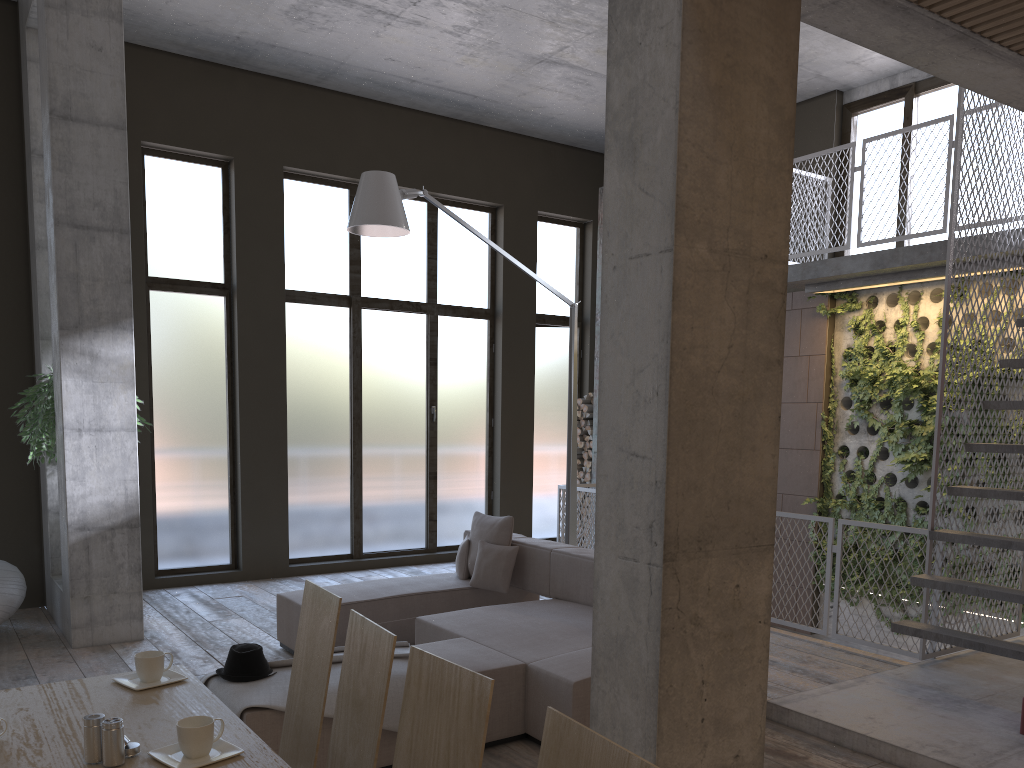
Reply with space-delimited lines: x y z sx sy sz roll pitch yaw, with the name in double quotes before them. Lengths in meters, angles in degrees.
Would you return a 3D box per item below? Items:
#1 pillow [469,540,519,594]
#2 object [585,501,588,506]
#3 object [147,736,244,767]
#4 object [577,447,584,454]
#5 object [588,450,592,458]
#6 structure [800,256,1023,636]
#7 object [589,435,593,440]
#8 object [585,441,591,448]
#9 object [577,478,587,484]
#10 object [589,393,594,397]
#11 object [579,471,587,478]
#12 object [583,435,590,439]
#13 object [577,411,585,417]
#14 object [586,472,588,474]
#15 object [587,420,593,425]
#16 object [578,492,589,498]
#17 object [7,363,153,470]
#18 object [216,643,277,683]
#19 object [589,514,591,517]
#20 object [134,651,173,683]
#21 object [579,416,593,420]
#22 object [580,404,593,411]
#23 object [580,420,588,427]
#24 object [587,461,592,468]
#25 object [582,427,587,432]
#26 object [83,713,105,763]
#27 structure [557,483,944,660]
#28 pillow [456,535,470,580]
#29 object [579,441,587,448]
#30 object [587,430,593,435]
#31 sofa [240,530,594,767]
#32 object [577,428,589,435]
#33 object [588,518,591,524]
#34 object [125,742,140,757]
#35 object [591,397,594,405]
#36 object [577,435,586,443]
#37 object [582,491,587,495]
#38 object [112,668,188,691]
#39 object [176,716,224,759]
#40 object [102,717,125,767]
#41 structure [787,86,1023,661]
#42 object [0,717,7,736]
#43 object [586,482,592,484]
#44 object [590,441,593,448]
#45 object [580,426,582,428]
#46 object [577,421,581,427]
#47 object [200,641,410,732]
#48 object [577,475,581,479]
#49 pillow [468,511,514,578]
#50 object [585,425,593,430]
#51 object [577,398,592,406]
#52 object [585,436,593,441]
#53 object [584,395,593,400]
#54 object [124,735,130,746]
"pillow" -0.134 1.391 6.679 0.375 0.377 0.168 2 5 29
"object" 1.144 1.519 11.338 0.454 0.090 0.090 2 1 -35
"object" -0.818 0.958 2.271 0.184 0.014 0.185 -1 -3 42
"object" 0.998 0.863 11.383 0.479 0.085 0.093 2 1 -35
"object" 1.135 0.892 11.199 0.364 0.110 0.088 2 2 -35
"structure" 3.872 0.597 8.295 1.002 3.866 2.605 -3 5 -34
"object" 1.167 0.682 11.204 0.422 0.073 0.071 2 1 -35
"object" 1.143 0.782 11.272 0.454 0.090 0.090 2 1 -35
"object" 0.968 1.276 11.422 0.293 0.108 0.098 2 2 -33
"object" 1.132 0.144 11.207 0.332 0.056 0.087 2 0 -35
"object" 1.068 1.168 11.355 0.454 0.090 0.090 2 1 -36
"object" 1.090 0.699 11.368 0.362 0.087 0.100 2 1 -35
"object" 1.046 0.389 11.293 0.479 0.084 0.093 2 1 -35
"object" 1.132 1.158 11.313 0.422 0.072 0.067 2 1 -35
"object" 1.142 0.495 11.238 0.422 0.072 0.067 2 1 -35
"object" 1.070 1.446 11.405 0.479 0.085 0.093 2 1 -35
"object" -3.532 0.685 7.101 0.997 1.887 0.958 3 5 22
"object" -1.311 1.371 4.338 0.300 0.171 0.297 1 0 43
"object" 1.152 1.660 11.314 0.422 0.073 0.071 2 1 -35
"object" -1.190 0.933 2.898 0.093 0.089 0.116 1 1 10
"object" 1.060 0.443 11.296 0.434 0.080 0.114 2 0 -35
"object" 1.039 0.300 11.233 0.362 0.085 0.103 2 0 -35
"object" 1.078 0.506 11.280 0.454 0.090 0.090 2 1 -36
"object" 1.169 1.027 11.223 0.479 0.085 0.093 2 1 -35
"object" 1.062 0.577 11.321 0.359 0.075 0.064 2 2 -36
"object" -1.052 0.893 2.213 0.052 0.113 0.052 2 5 11
"structure" 2.539 1.576 8.502 1.924 0.943 4.404 1 -2 -34
"pillow" -0.385 1.431 7.177 0.151 0.381 0.365 1 2 -1
"object" 1.080 0.783 11.330 0.479 0.085 0.093 2 1 -35
"object" 1.145 0.627 11.219 0.424 0.086 0.066 2 2 -37
"sofa" -0.546 1.560 5.611 3.007 0.793 2.981 2 -2 -34
"object" 0.977 0.613 11.348 0.293 0.108 0.098 2 2 -33
"object" 1.174 1.755 11.308 0.436 0.093 0.091 2 1 -35
"object" -0.986 0.942 2.261 0.050 0.019 0.050 0 -1 39
"object" 1.157 0.223 11.232 0.293 0.109 0.098 2 2 -33
"object" 1.025 0.716 11.419 0.436 0.094 0.091 2 1 -35
"object" 1.093 1.379 11.333 0.454 0.090 0.090 2 1 -33
"object" -1.193 0.975 2.890 0.184 0.014 0.185 -1 -3 42
"object" -0.816 0.916 2.279 0.093 0.089 0.116 1 1 10
"object" -0.997 0.894 2.193 0.052 0.111 0.052 2 5 11
"structure" 3.288 -0.027 7.120 3.029 4.366 3.656 -2 4 -34
"object" -1.413 0.905 2.333 0.122 0.113 0.088 -1 4 -43
"object" 1.135 1.290 11.293 0.424 0.086 0.066 2 2 -37
"object" 1.189 0.772 11.197 0.436 0.093 0.091 2 1 -35
"object" 1.007 0.538 11.352 0.332 0.057 0.088 2 0 -35
"object" 1.001 0.517 11.346 0.479 0.085 0.093 2 1 -35
"object" -1.166 1.645 4.451 1.596 0.508 1.037 1 0 -16
"object" 0.997 1.200 11.426 0.332 0.057 0.088 2 0 -35
"pillow" -0.192 1.296 6.938 0.221 0.563 0.559 -3 4 -32
"object" 1.116 0.561 11.234 0.363 0.068 0.121 2 -1 -33
"object" 0.981 0.240 11.252 0.291 0.104 0.103 2 1 -35
"object" 1.138 0.709 11.280 0.434 0.080 0.114 2 0 -35
"object" 1.075 0.182 11.248 0.358 0.074 0.064 2 2 -36
"object" -1.010 0.928 2.257 0.051 0.046 0.050 0 2 -16
